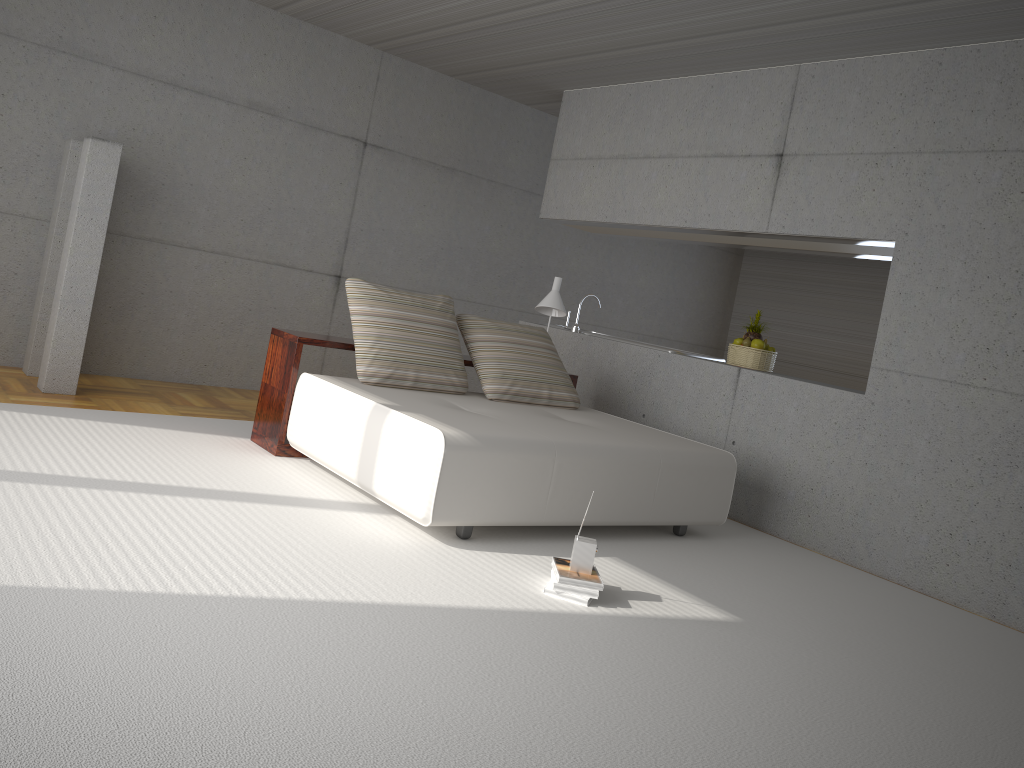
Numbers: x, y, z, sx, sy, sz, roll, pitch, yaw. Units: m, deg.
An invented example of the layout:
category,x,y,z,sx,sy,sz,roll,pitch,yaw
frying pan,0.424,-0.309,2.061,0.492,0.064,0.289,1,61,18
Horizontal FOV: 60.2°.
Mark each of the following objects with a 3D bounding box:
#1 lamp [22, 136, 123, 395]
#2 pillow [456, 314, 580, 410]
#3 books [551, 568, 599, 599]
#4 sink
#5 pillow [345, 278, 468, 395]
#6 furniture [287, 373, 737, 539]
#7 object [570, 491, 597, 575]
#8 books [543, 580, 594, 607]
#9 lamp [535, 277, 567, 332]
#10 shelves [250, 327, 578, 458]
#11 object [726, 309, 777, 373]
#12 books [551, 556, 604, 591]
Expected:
category,x,y,z,sx,sy,sz,roll,pitch,yaw
lamp,-3.035,-0.837,6.079,0.199,1.690,0.804,11,1,-38
pillow,0.046,-0.147,6.005,0.802,0.516,0.583,8,4,-37
books,0.262,0.829,3.721,0.189,0.032,0.265,11,5,1
sink,0.979,-0.442,7.586,0.761,0.539,1.718,8,5,-38
pillow,-0.639,-0.288,5.520,0.796,0.609,0.494,8,4,-39
furniture,0.000,0.425,5.239,2.155,0.521,1.627,7,6,-38
object,0.320,0.609,3.679,0.090,0.366,0.186,11,1,2
books,0.256,0.860,3.721,0.190,0.032,0.264,12,5,16
lamp,0.297,-0.461,6.641,0.246,0.699,0.321,12,1,33
shelves,-0.568,0.144,6.032,2.237,0.714,0.403,7,4,-38
object,1.790,-0.334,6.532,0.336,0.441,0.367,13,3,37
books,0.273,0.798,3.727,0.189,0.032,0.266,11,5,-4
